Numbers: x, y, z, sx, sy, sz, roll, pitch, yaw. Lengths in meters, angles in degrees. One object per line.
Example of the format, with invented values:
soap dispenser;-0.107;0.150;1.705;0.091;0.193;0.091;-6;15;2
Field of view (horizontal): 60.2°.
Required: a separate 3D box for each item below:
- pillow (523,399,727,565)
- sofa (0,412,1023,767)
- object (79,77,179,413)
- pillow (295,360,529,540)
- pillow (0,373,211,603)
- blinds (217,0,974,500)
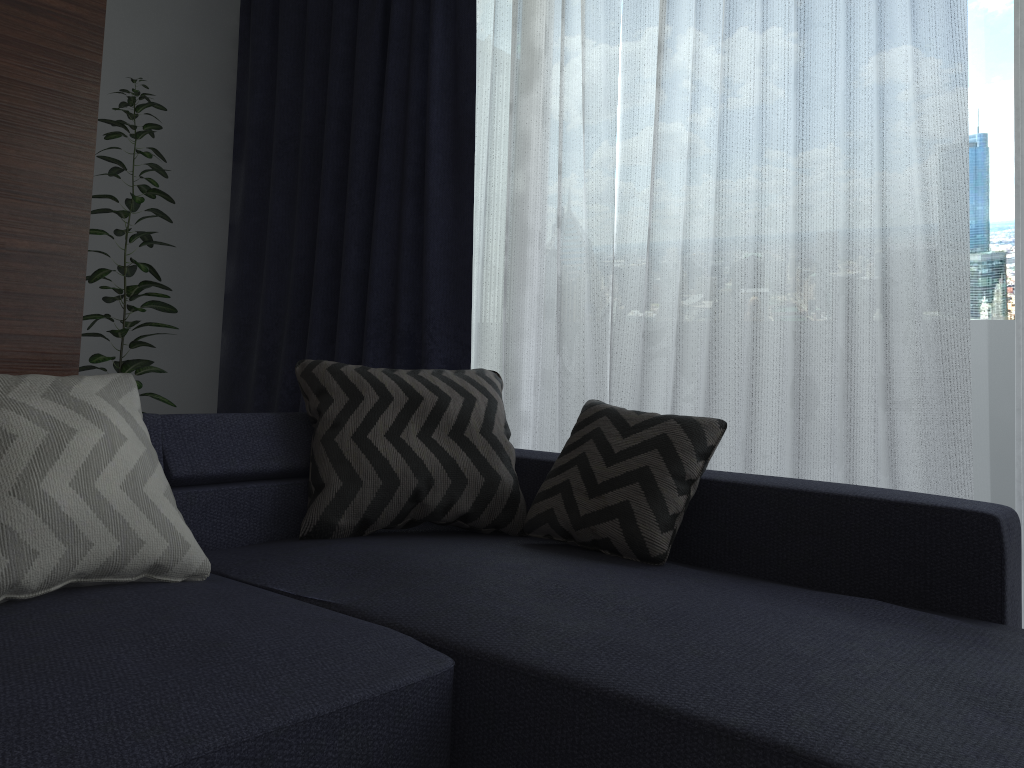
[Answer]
pillow;0.260;0.218;2.109;0.415;0.346;0.285;1;-3;44
sofa;-0.404;0.396;1.106;1.899;0.611;2.862;2;1;39
object;-1.515;-0.297;3.443;0.503;1.856;0.480;2;-4;7
pillow;-0.266;0.205;2.331;0.597;0.521;0.354;3;-3;-21
pillow;-0.848;0.173;1.612;0.342;0.390;0.493;1;-2;39
blinds;-0.413;-0.677;0.232;7.136;2.786;5.778;2;0;42
